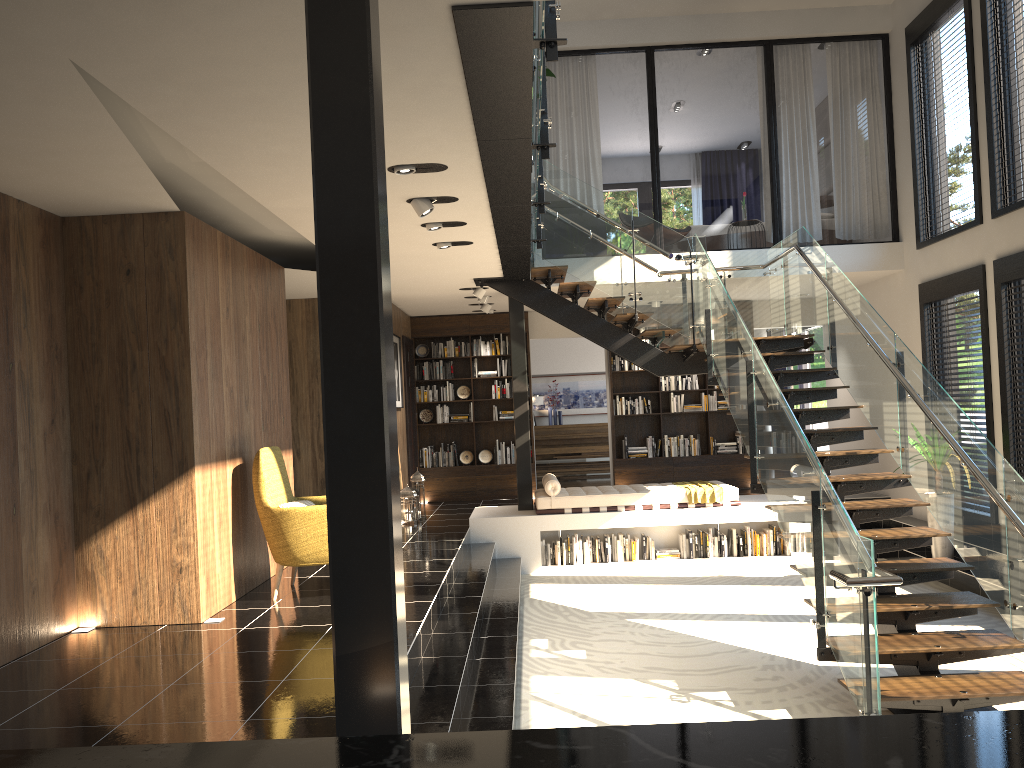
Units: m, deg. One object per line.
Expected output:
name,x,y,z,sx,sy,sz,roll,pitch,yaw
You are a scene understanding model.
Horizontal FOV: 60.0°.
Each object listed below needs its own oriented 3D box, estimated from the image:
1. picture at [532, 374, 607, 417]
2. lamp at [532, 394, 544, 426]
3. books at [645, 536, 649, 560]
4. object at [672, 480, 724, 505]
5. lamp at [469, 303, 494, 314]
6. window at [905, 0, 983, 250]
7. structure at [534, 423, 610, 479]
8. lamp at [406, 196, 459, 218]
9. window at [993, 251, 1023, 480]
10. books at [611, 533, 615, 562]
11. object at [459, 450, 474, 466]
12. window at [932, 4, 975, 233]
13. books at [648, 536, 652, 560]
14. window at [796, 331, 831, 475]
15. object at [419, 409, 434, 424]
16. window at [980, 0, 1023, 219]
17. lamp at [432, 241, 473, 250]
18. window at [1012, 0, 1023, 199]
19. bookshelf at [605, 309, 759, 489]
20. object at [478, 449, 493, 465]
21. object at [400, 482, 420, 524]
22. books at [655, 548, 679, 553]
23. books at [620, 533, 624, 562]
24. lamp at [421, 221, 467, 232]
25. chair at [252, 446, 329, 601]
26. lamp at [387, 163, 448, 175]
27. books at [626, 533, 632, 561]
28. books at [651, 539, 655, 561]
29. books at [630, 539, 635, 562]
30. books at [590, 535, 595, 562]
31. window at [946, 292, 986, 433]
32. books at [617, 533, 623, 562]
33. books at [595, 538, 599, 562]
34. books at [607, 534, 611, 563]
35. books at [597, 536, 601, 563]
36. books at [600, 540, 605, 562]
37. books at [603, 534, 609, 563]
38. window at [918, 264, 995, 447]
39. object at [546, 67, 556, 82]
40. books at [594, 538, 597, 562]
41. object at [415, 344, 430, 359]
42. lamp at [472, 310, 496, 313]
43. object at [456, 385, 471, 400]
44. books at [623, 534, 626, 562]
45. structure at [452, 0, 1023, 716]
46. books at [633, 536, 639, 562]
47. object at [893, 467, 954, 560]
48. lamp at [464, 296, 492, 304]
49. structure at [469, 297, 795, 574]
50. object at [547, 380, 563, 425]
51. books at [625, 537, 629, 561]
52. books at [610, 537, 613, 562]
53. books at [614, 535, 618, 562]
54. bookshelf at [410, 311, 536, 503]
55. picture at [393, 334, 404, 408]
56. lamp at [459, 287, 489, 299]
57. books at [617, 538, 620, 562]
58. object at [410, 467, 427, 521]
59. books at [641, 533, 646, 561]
picture,1.793,0.179,16.504,3.543,0.748,0.035,-3,-1,1
lamp,0.354,0.429,16.276,0.470,0.725,0.470,-3,-1,-7
books,1.530,1.860,10.066,0.045,0.251,0.142,-3,-1,1
object,2.167,1.417,10.420,0.466,0.510,1.167,-3,-1,1
lamp,-0.407,-1.057,11.722,0.346,0.262,0.195,-3,-1,1
window,4.595,-2.750,9.156,0.358,2.475,1.393,-3,-1,1
structure,1.423,1.211,16.308,6.276,0.981,0.886,-3,-1,1
lamp,-0.523,-1.219,5.827,0.346,0.247,0.195,-3,-1,1
window,4.695,0.059,7.482,0.358,2.475,1.498,-3,-1,1
books,1.145,1.849,10.049,0.023,0.308,0.126,-3,-1,1
object,-0.659,1.072,12.849,0.212,0.222,0.082,-3,-1,1
window,4.665,-2.753,9.146,0.005,2.296,1.221,-3,-1,1
books,1.561,1.855,10.039,0.020,0.257,0.154,-3,-1,1
window,4.804,0.249,14.588,0.184,2.475,2.982,-3,-1,1
object,-1.244,0.470,12.889,0.212,0.222,0.082,-3,-1,1
window,4.564,-2.792,7.560,0.358,2.475,1.393,-3,-1,1
lamp,-0.495,-1.213,7.378,0.346,0.177,0.195,-3,-1,1
window,4.635,-2.795,7.551,0.005,2.296,1.221,-3,-1,1
bookshelf,2.467,0.198,12.831,2.090,2.682,0.273,-3,-1,1
object,-0.384,1.059,12.839,0.212,0.222,0.082,-3,-1,1
object,-1.237,1.407,10.542,0.262,0.483,0.262,-3,-1,1
books,1.753,1.889,10.053,0.249,0.026,0.148,-3,-2,-2
books,1.244,1.845,10.028,0.020,0.305,0.172,-3,-1,1
lamp,-0.510,-1.234,6.602,0.346,0.177,0.195,-3,-1,1
chair,-1.394,1.003,6.690,1.030,1.097,0.808,-3,-1,0
lamp,-0.540,-1.284,5.052,0.346,0.158,0.195,-3,-1,1
books,1.329,1.848,10.056,0.036,0.293,0.128,-3,-1,1
books,1.587,1.873,10.039,0.030,0.218,0.186,-3,-1,1
books,1.362,1.876,10.011,0.028,0.232,0.206,-3,-1,1
books,0.915,1.872,10.073,0.025,0.285,0.137,-3,-1,1
window,4.798,0.101,9.108,0.005,2.296,1.221,-3,-1,1
books,1.221,1.846,10.033,0.026,0.305,0.187,-3,-1,1
books,0.960,1.881,10.041,0.019,0.261,0.183,-3,-1,1
books,1.093,1.858,10.033,0.025,0.293,0.205,-3,-1,1
books,0.983,1.869,10.032,0.028,0.282,0.173,-3,-1,1
books,1.023,1.891,10.044,0.050,0.234,0.149,-3,-1,1
books,1.063,1.856,10.021,0.033,0.299,0.196,-3,-1,1
window,4.727,0.104,9.117,0.358,2.475,1.393,-3,-1,1
object,-0.330,-2.261,7.538,1.464,1.554,1.261,-2,-1,-11
books,0.939,1.883,10.058,0.023,0.260,0.133,-3,-1,1
object,-1.302,-0.475,12.877,0.212,0.222,0.082,-3,-1,1
lamp,-0.394,-1.079,12.501,0.346,0.177,0.195,-3,-1,1
object,-0.702,0.128,12.882,0.212,0.222,0.082,-3,-1,1
books,1.266,1.850,10.031,0.023,0.293,0.157,-3,-1,1
structure,1.354,-0.059,6.653,3.447,4.867,7.281,-3,-1,0
books,1.401,1.861,10.018,0.050,0.258,0.215,-3,-1,1
object,4.155,1.041,8.657,0.876,1.337,0.830,-2,-1,-10
lamp,-0.423,-1.093,10.947,0.346,0.231,0.195,-3,-1,1
structure,1.376,0.449,10.436,3.782,3.244,1.149,-3,-1,1
object,0.785,0.348,16.376,0.272,0.860,0.270,-3,-1,15
books,1.296,1.870,10.046,0.034,0.252,0.151,-3,-1,1
books,1.121,1.868,10.050,0.029,0.271,0.128,-3,-1,1
books,1.170,1.858,10.040,0.025,0.287,0.169,-3,-1,1
bookshelf,-0.555,0.339,12.887,1.703,2.682,0.273,-3,-1,1
picture,-1.438,-0.156,11.068,0.028,0.911,0.748,-3,-1,1
lamp,-0.437,-1.098,10.173,0.346,0.262,0.195,-3,-1,1
books,1.196,1.877,10.016,0.027,0.246,0.193,-3,-1,1
object,-1.136,1.329,10.771,0.182,0.642,0.182,-3,-1,1
books,1.491,1.845,10.050,0.030,0.284,0.176,-3,-1,1
